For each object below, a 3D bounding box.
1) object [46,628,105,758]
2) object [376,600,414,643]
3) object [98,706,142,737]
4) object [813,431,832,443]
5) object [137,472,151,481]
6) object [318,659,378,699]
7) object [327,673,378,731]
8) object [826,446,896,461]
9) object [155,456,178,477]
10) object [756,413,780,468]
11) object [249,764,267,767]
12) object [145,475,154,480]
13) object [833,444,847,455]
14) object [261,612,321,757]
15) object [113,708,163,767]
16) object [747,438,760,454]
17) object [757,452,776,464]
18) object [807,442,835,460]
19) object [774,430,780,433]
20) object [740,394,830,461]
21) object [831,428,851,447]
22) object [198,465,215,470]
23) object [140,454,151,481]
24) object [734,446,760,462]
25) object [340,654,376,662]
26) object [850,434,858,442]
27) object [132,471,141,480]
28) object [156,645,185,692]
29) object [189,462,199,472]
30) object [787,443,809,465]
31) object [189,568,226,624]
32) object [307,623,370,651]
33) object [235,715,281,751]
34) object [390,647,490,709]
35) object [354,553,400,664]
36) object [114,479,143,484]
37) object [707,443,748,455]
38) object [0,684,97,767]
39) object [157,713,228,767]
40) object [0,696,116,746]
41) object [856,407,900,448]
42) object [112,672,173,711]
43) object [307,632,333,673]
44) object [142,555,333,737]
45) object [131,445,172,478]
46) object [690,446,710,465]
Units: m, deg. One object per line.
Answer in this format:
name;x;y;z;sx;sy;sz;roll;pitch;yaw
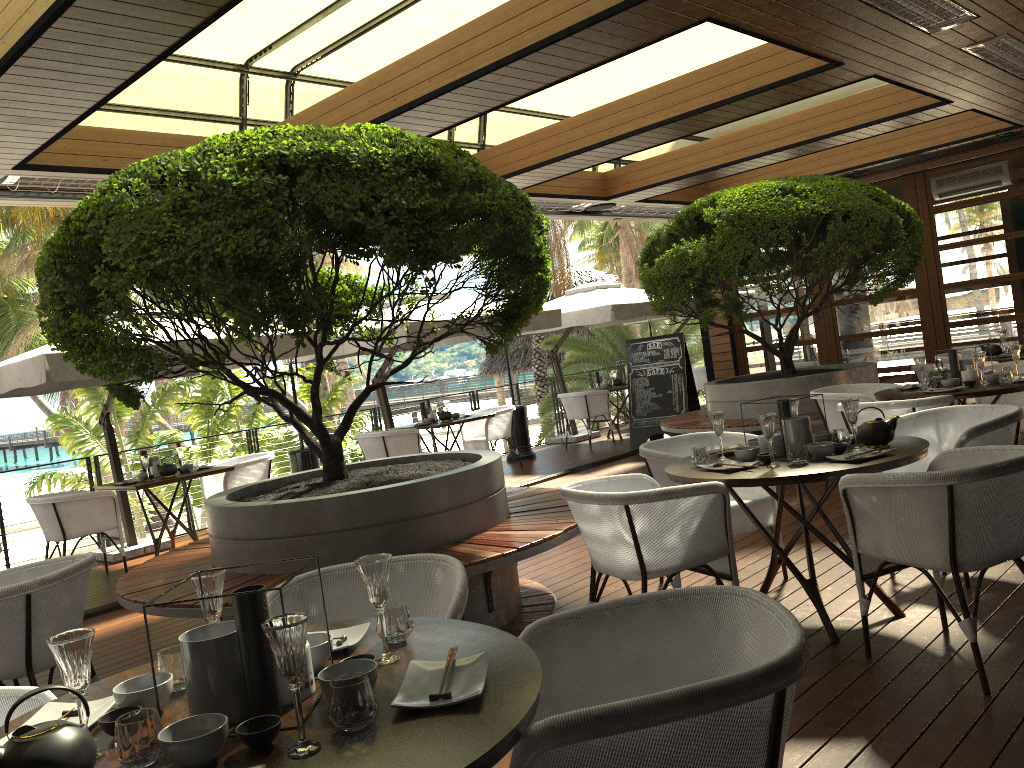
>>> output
object;-0.797;0.574;1.634;0.082;0.227;0.082;-8;1;-8
object;-0.277;0.561;2.086;0.087;0.086;0.086;-9;1;-37
object;-0.760;0.662;1.726;0.080;0.042;0.080;-8;1;1
object;1.484;0.263;4.187;0.116;0.065;0.116;-9;2;-25
object;-3.269;0.824;7.892;0.116;0.065;0.116;-7;2;42
object;-0.316;0.588;1.728;0.116;0.065;0.116;-7;2;24
object;-0.289;0.577;1.603;0.086;0.086;0.086;-8;1;7
object;1.491;0.296;3.742;0.295;0.025;0.170;-9;2;-29
object;-3.090;0.739;7.953;0.168;0.179;0.163;-9;1;-44
object;1.108;0.242;3.813;0.082;0.227;0.082;-8;1;-35
object;-0.498;0.645;1.368;0.294;0.025;0.170;-8;2;8
object;-3.196;0.827;7.825;0.080;0.042;0.080;-8;1;5
object;1.438;0.290;3.906;0.080;0.042;0.080;-8;1;-7
object;-0.374;0.517;1.528;0.082;0.227;0.082;-8;1;-3
object;-0.659;0.630;1.570;0.087;0.086;0.086;-9;1;-37
object;1.202;0.300;4.289;0.116;0.065;0.116;-8;1;-2
object;1.134;0.331;3.940;0.080;0.042;0.080;-8;1;5
object;1.347;0.292;3.857;0.116;0.065;0.116;-8;1;-2
object;1.292;0.274;4.378;0.086;0.086;0.086;-8;1;17
object;1.259;0.198;4.094;0.264;0.264;0.263;-9;1;-29
object;1.512;0.252;4.076;0.086;0.086;0.086;-8;1;22
object;-2.913;0.782;8.294;0.294;0.025;0.170;-6;2;44
object;-3.192;0.733;7.745;0.082;0.227;0.082;-7;1;45
object;1.076;0.325;4.053;0.116;0.065;0.116;-9;2;-25
object;-0.320;0.597;1.848;0.080;0.042;0.080;-8;1;1
object;1.606;0.263;4.317;0.170;0.025;0.294;-9;2;-24
object;-3.363;0.824;7.953;0.087;0.086;0.086;-9;1;-41
object;-0.742;0.630;1.961;0.086;0.086;0.086;-8;1;7
object;-2.900;0.755;8.083;0.087;0.086;0.086;-9;1;-41
object;1.225;0.300;3.802;0.086;0.086;0.086;-8;1;17
object;-0.687;0.546;2.046;0.082;0.227;0.082;-8;1;-3
object;-0.501;0.623;2.121;0.294;0.025;0.170;-8;2;8
object;-0.447;0.623;1.571;0.080;0.042;0.080;-7;2;36
object;-0.132;0.582;1.760;0.170;0.025;0.295;-8;2;3
object;-0.289;0.493;1.946;0.082;0.227;0.082;-8;1;-8
object;-3.339;0.858;7.746;0.294;0.025;0.170;-6;2;44
object;1.084;0.333;4.429;0.295;0.025;0.170;-9;2;-29
object;-0.798;0.605;1.499;0.168;0.179;0.163;-8;1;6
object;-0.548;0.627;1.537;0.116;0.065;0.116;-8;1;12
object;-0.925;0.693;1.767;0.170;0.025;0.295;-8;2;3
object;1.635;0.190;3.998;0.163;0.179;0.168;-9;1;-26
object;-0.756;0.647;1.828;0.116;0.065;0.116;-7;2;24
object;-0.450;0.600;1.960;0.116;0.065;0.116;-8;1;12
object;-0.531;0.518;1.767;0.263;0.264;0.263;-8;1;3
object;-3.310;0.722;8.163;0.263;0.264;0.263;-8;1;-1
object;0.876;0.339;4.138;0.086;0.086;0.086;-8;1;22
